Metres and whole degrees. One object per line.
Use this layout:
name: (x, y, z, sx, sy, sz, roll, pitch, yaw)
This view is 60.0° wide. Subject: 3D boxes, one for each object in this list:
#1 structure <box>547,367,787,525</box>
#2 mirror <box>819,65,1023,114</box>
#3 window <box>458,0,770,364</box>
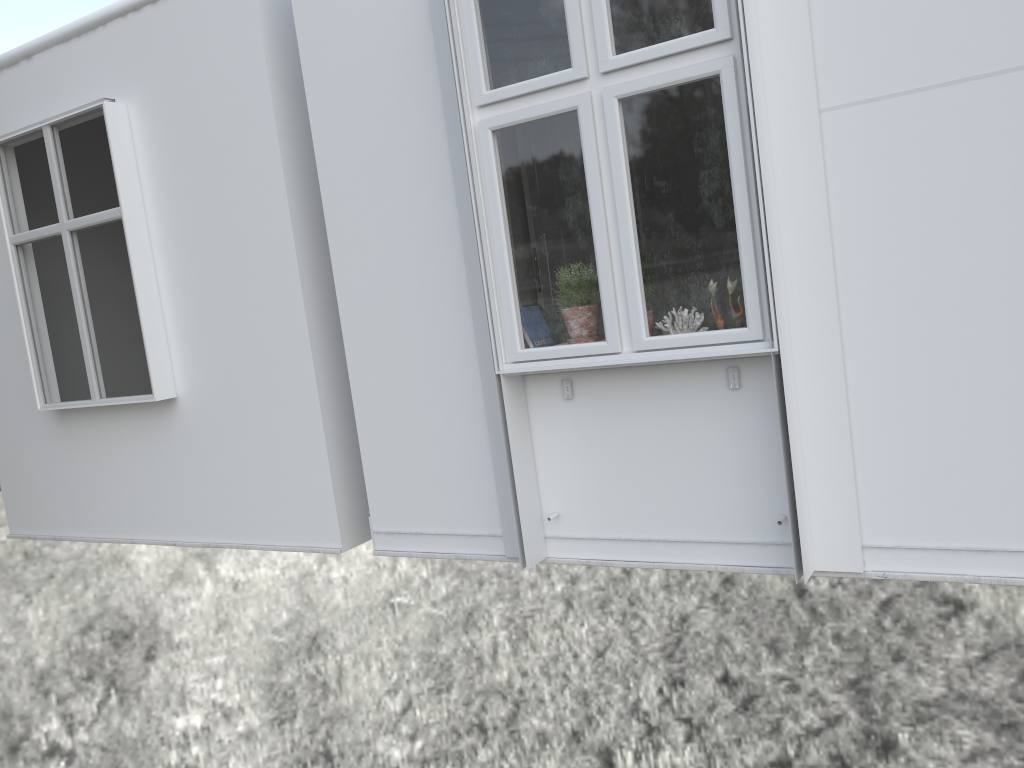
structure: (0.558, 0.242, 3.376, 0.935, 0.600, 0.216, -4, 7, 31)
mirror: (1.413, -0.160, 2.841, 0.668, 1.554, 0.145, -4, 6, 31)
window: (0.333, -0.860, 3.156, 1.047, 1.536, 0.079, -4, 6, 31)
